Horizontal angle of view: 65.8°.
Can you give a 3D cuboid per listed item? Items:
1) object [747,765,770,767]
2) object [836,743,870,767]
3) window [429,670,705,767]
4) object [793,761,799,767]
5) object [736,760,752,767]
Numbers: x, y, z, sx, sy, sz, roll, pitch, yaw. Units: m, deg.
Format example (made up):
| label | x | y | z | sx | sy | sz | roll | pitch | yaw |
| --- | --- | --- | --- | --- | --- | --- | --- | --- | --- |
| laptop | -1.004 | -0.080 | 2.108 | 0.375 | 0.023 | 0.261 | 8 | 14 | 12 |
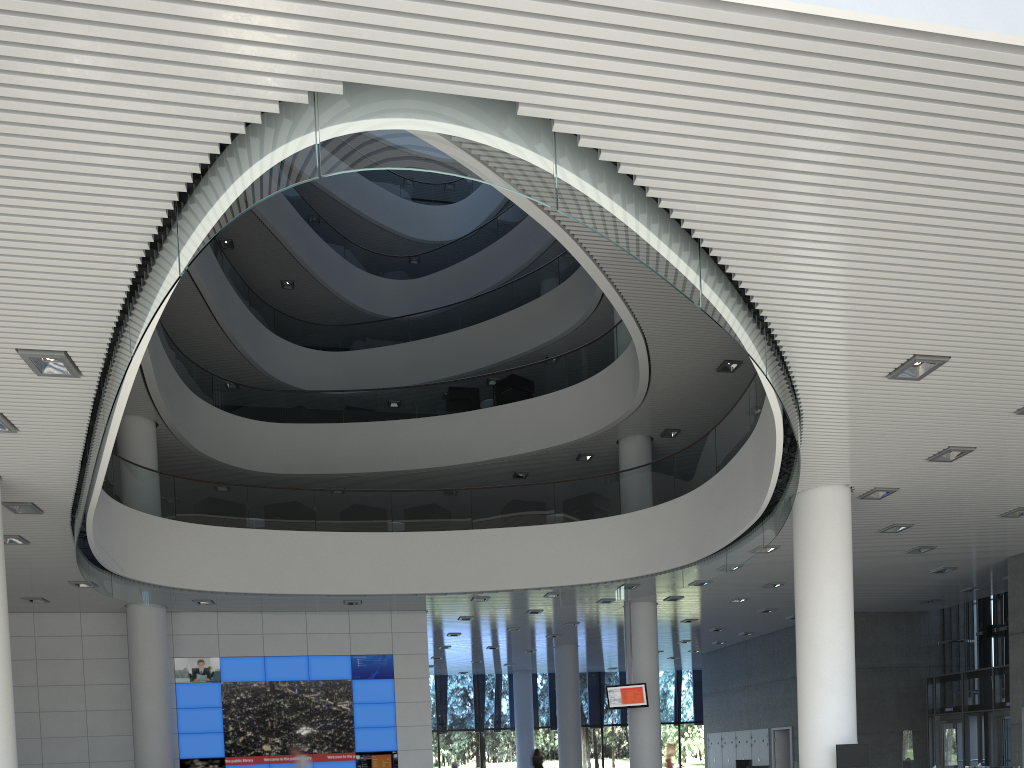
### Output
| label | x | y | z | sx | sy | sz | roll | pitch | yaw |
| --- | --- | --- | --- | --- | --- | --- | --- | --- | --- |
| object | 2.581 | 4.088 | 8.248 | 0.237 | 0.215 | 0.111 | -2 | -4 | -1 |
| object | 2.616 | 2.904 | 6.110 | 0.275 | 0.249 | 0.129 | 0 | -5 | -11 |
| window | -0.490 | 8.259 | 18.916 | 18.115 | 2.935 | 0.077 | 3 | 1 | -11 |
| object | 3.570 | 4.793 | 9.829 | 0.108 | 0.208 | 0.257 | -3 | -14 | 3 |
| object | 3.115 | 5.187 | 10.659 | 0.248 | 0.244 | 0.108 | -14 | -10 | 43 |
